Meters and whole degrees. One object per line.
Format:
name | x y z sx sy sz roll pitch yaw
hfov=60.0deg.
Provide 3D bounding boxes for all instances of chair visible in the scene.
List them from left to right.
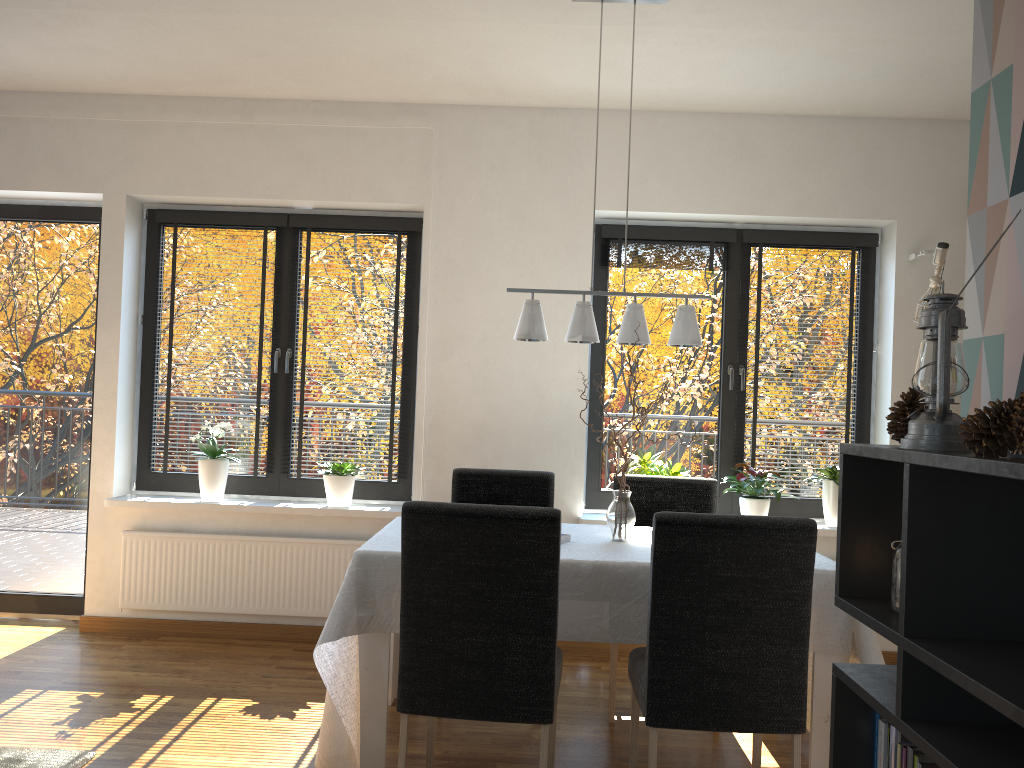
chair | -0.081 0.832 2.772 0.461 0.960 0.545 2 -1 6
chair | -0.059 0.859 3.757 0.461 0.960 0.545 2 -1 1
chair | 0.644 0.885 3.741 0.461 0.960 0.545 2 -1 6
chair | 0.622 0.858 2.756 0.461 0.960 0.545 2 -1 1

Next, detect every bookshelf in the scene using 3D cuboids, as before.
bookshelf | 0.682 0.695 1.017 0.237 1.200 1.190 2 -1 1

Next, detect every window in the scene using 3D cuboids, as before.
window | -0.423 2.368 16.505 12.969 18.367 21.839 2 -1 31
window | 1.165 -0.070 4.739 1.561 1.587 0.119 2 -1 1

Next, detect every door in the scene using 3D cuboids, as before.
door | -2.647 0.128 4.819 0.976 2.274 0.119 2 -1 1

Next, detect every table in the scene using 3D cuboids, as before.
table | 0.291 0.959 3.292 1.856 0.763 1.235 2 -1 2

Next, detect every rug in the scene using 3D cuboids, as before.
rug | -1.956 1.213 2.151 1.052 0.034 1.813 2 -2 1

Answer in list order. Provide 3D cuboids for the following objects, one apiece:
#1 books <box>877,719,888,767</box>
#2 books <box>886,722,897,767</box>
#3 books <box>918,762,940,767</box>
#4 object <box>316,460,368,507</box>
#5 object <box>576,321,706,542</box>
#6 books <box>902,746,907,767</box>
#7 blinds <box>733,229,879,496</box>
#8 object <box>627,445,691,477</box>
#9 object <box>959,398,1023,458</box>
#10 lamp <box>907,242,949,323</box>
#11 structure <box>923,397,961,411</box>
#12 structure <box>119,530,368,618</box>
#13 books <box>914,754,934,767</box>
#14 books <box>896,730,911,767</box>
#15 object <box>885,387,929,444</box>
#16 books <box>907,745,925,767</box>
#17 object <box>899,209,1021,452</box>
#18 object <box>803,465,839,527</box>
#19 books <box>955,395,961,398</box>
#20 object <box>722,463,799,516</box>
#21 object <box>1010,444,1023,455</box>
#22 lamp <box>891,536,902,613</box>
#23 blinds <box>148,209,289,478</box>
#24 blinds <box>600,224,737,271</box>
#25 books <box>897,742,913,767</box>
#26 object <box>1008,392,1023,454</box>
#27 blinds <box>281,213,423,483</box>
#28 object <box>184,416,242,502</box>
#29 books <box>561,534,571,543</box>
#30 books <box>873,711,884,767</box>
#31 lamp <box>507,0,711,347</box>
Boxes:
books | 0.705 0.690 1.549 0.126 0.195 0.025 2 -1 1
books | 0.707 0.687 1.520 0.123 0.200 0.032 2 -1 1
books | 0.698 0.696 1.417 0.099 0.174 0.012 2 -1 1
object | -0.890 0.516 4.616 0.267 0.237 0.283 3 -1 -17
object | 0.426 0.192 3.270 0.403 0.785 0.615 3 -1 -24
books | 0.702 0.694 1.467 0.116 0.181 0.015 2 -1 1
blinds | 1.551 -0.099 4.694 0.710 1.422 0.049 2 -1 1
object | 0.754 0.503 4.542 0.333 0.384 0.299 2 -1 17
object | 0.640 0.060 1.180 0.082 0.085 0.082 2 -1 16
lamp | 2.055 -0.481 4.378 0.131 0.395 0.312 2 -1 6
structure | 2.385 0.075 4.428 0.594 0.129 0.147 2 -1 1
structure | -1.274 1.006 4.526 1.457 0.459 0.078 2 -1 0
books | 0.706 0.693 1.430 0.116 0.181 0.015 2 -1 1
books | 0.708 0.684 1.496 0.115 0.203 0.014 2 -1 1
object | 0.680 0.054 1.511 0.078 0.101 0.086 2 -1 15
books | 0.708 0.691 1.448 0.121 0.187 0.021 2 -1 1
object | 0.714 -0.085 1.415 0.163 0.383 0.154 2 -1 18
object | 1.634 0.572 4.548 0.292 0.315 0.354 2 -1 -8
books | 2.376 -0.015 4.448 0.364 0.299 0.109 2 -1 1
object | 1.235 0.559 4.503 0.380 0.308 0.371 3 -1 -24
object | 0.707 0.064 1.203 0.098 0.084 0.078 2 -1 2
lamp | 0.685 0.315 1.475 0.098 0.131 0.106 2 -1 14
blinds | -1.582 -0.219 4.763 0.710 1.422 0.049 2 -1 1
blinds | 0.828 -0.724 4.717 0.710 0.229 0.049 2 -1 1
books | 0.701 0.695 1.482 0.116 0.181 0.015 2 -1 1
object | 0.694 0.053 1.126 0.114 0.101 0.110 3 -1 -16
blinds | -0.860 -0.191 4.747 0.710 1.422 0.049 2 -1 1
object | -1.538 0.386 4.578 0.286 0.444 0.340 2 -1 -10
books | 0.053 0.557 3.230 0.278 0.022 0.204 1 -2 28
books | 0.710 0.683 1.577 0.127 0.209 0.029 2 -1 1
lamp | 0.377 -0.793 3.307 0.760 1.284 0.131 2 -1 1
